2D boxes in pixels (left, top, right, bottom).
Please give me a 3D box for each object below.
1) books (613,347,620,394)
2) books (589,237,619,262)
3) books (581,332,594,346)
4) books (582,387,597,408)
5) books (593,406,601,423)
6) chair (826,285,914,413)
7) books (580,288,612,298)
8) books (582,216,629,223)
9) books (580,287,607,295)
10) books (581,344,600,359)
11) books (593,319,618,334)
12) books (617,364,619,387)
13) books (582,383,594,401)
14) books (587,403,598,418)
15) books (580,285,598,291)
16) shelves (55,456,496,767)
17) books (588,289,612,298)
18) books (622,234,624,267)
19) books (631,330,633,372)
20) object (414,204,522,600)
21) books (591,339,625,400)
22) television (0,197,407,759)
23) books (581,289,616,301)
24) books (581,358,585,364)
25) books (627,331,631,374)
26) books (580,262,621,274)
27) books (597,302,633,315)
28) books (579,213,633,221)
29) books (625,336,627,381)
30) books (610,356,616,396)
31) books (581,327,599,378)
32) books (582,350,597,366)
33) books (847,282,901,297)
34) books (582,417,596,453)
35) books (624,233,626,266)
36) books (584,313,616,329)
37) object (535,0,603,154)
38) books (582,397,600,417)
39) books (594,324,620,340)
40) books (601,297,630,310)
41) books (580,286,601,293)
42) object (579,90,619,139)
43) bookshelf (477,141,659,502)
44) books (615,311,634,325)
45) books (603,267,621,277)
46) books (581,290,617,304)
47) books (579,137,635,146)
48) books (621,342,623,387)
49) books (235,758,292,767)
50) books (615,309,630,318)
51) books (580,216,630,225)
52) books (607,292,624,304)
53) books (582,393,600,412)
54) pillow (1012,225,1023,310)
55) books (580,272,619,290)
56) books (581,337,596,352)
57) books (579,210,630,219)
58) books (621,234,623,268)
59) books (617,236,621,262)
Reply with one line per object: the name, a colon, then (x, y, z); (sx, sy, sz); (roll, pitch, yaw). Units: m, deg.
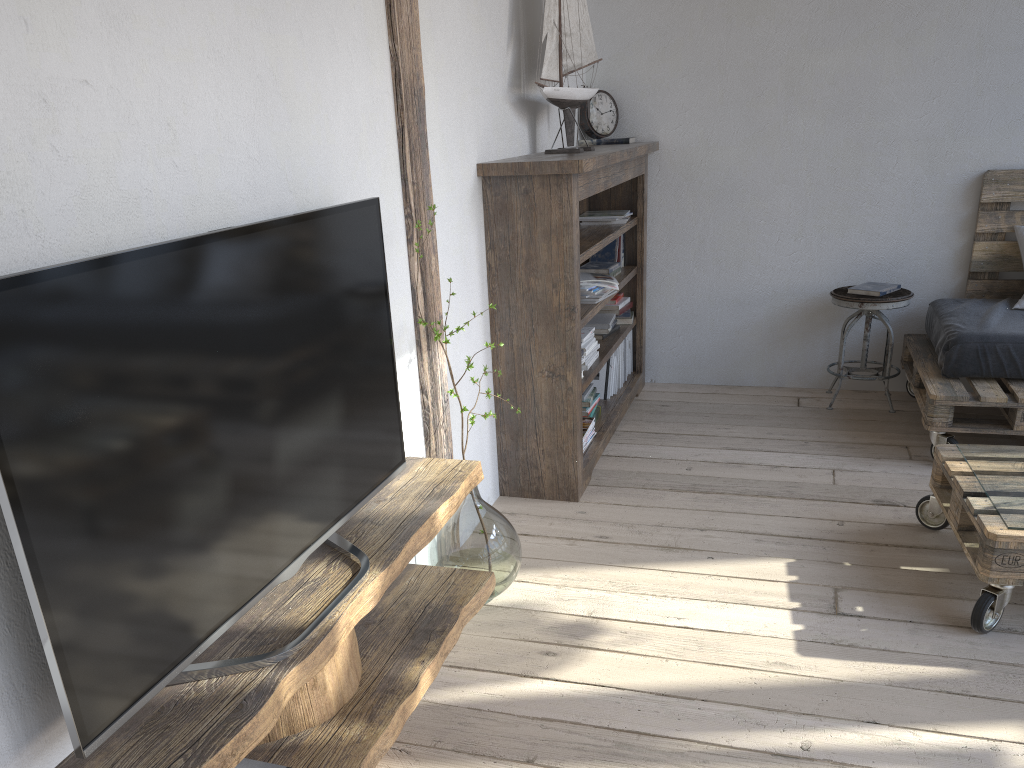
books: (0.419, -0.065, 4.126); (0.157, 0.221, 0.087); (3, 22, 16)
books: (0.432, -0.617, 4.139); (0.131, 0.179, 0.078); (4, 22, 17)
books: (0.227, -0.180, 3.570); (0.156, 0.018, 0.211); (4, 18, 22)
books: (0.262, 0.054, 3.753); (0.174, 0.026, 0.212); (1, 17, 12)
books: (0.276, 0.141, 3.774); (0.173, 0.040, 0.215); (2, 18, 17)
chair: (1.620, -0.167, 4.033); (0.352, 0.542, 0.340); (5, 22, 20)
books: (0.274, -0.382, 3.577); (0.202, 0.009, 0.250); (8, 20, 33)
books: (0.435, -0.766, 4.058); (0.204, 0.009, 0.248); (0, 17, 9)
books: (0.283, -0.393, 3.582); (0.203, 0.009, 0.249); (5, 18, 24)
books: (0.251, -0.134, 3.580); (0.156, 0.018, 0.211); (4, 18, 22)
books: (0.388, -0.267, 4.050); (0.159, 0.024, 0.203); (2, 18, 17)
books: (0.433, -0.060, 4.161); (0.139, 0.191, 0.063); (3, 22, 16)
books: (0.266, 0.031, 3.749); (0.132, 0.022, 0.191); (2, 17, 16)
books: (0.276, 0.112, 3.764); (0.157, 0.022, 0.216); (1, 17, 13)
books: (0.261, -0.407, 3.568); (0.203, 0.009, 0.249); (6, 19, 28)
shelves: (-0.374, 0.645, 1.791); (0.330, 0.469, 1.542); (4, 18, 17)
books: (0.297, -0.382, 3.605); (0.204, 0.009, 0.248); (3, 18, 19)
books: (0.471, -0.660, 4.251); (0.139, 0.193, 0.019); (3, 23, 16)
books: (0.529, -0.168, 4.442); (0.157, 0.230, 0.034); (3, 23, 16)
object: (-0.121, 0.051, 2.517); (0.275, 1.167, 0.494); (-1, 21, 4)
books: (0.419, -0.102, 4.194); (0.201, 0.259, 0.395); (4, 19, 17)
television: (-0.447, 0.087, 1.569); (0.206, 0.735, 1.061); (4, 20, 17)
books: (0.292, -0.370, 3.596); (0.204, 0.009, 0.249); (4, 18, 22)
books: (0.163, -0.067, 3.276); (0.156, 0.018, 0.211); (4, 18, 22)
books: (0.519, -0.160, 4.418); (0.157, 0.229, 0.020); (3, 23, 16)
books: (0.397, -0.531, 4.017); (0.149, 0.022, 0.197); (4, 18, 21)
books: (0.476, -0.369, 4.263); (0.160, 0.027, 0.196); (5, 18, 25)
books: (0.417, -0.765, 4.026); (0.203, 0.009, 0.249); (5, 18, 24)
books: (0.484, -0.125, 4.307); (0.157, 0.229, 0.016); (3, 23, 16)
books: (0.408, -0.038, 4.103); (0.139, 0.182, 0.090); (3, 22, 16)
books: (0.188, -0.117, 3.431); (0.206, 0.158, 0.528); (3, 18, 17)
books: (0.245, -0.113, 3.572); (0.157, 0.018, 0.211); (2, 17, 17)
books: (1.608, -0.422, 3.907); (0.200, 0.022, 0.147); (-18, 22, -41)
books: (0.188, 0.212, 3.465); (0.237, 0.092, 0.305); (3, 18, 17)
books: (0.485, -0.672, 4.264); (0.136, 0.209, 0.020); (3, 23, 16)
books: (0.388, -0.289, 4.043); (0.151, 0.025, 0.219); (1, 17, 13)
object: (0.213, -1.374, 3.196); (0.140, 1.034, 0.760); (6, 22, 22)
books: (0.275, 0.092, 3.756); (0.157, 0.022, 0.216); (3, 18, 18)
books: (0.388, -0.242, 4.052); (0.151, 0.025, 0.220); (5, 19, 26)
books: (0.468, -0.391, 4.248); (0.157, 0.022, 0.211); (4, 18, 21)
books: (0.268, -0.399, 3.575); (0.203, 0.009, 0.249); (5, 18, 24)
object: (0.404, -1.247, 4.075); (0.201, 0.218, 0.080); (-16, 25, -33)
bookshelf: (0.316, -0.353, 3.695); (0.347, 1.223, 1.562); (4, 20, 17)
books: (0.479, -0.320, 4.278); (0.218, 0.032, 0.155); (0, 17, 10)
books: (0.396, -0.508, 4.035); (0.161, 0.032, 0.211); (3, 18, 20)
books: (0.290, -0.359, 3.592); (0.203, 0.009, 0.249); (5, 18, 25)
books: (0.447, -1.134, 4.111); (0.235, 0.026, 0.171); (2, 18, 17)
books: (0.452, -0.094, 4.209); (0.157, 0.229, 0.016); (3, 23, 16)
books: (-0.487, 0.842, 1.476); (0.290, 0.276, 0.346); (3, 20, 17)
books: (0.470, -0.344, 4.264); (0.204, 0.022, 0.144); (-1, 17, 7)
books: (0.432, -0.754, 4.048); (0.204, 0.009, 0.248); (1, 17, 12)
books: (0.452, -0.416, 4.261); (0.142, 0.020, 0.194); (2, 17, 17)
books: (0.264, 0.073, 3.761); (0.173, 0.013, 0.221); (3, 18, 20)
pillow: (2.647, -0.497, 3.543); (1.127, 0.370, 0.337); (2, 20, 17)
books: (0.307, -0.431, 3.605); (0.221, 0.092, 0.251); (-4, 17, -2)
books: (0.251, -0.160, 3.562); (0.139, 0.019, 0.178); (2, 17, 17)
books: (0.424, -0.777, 4.033); (0.204, 0.009, 0.248); (1, 17, 14)
books: (0.465, -0.662, 4.231); (0.135, 0.210, 0.020); (3, 23, 16)
books: (0.445, -0.628, 4.166); (0.139, 0.183, 0.057); (3, 22, 15)
